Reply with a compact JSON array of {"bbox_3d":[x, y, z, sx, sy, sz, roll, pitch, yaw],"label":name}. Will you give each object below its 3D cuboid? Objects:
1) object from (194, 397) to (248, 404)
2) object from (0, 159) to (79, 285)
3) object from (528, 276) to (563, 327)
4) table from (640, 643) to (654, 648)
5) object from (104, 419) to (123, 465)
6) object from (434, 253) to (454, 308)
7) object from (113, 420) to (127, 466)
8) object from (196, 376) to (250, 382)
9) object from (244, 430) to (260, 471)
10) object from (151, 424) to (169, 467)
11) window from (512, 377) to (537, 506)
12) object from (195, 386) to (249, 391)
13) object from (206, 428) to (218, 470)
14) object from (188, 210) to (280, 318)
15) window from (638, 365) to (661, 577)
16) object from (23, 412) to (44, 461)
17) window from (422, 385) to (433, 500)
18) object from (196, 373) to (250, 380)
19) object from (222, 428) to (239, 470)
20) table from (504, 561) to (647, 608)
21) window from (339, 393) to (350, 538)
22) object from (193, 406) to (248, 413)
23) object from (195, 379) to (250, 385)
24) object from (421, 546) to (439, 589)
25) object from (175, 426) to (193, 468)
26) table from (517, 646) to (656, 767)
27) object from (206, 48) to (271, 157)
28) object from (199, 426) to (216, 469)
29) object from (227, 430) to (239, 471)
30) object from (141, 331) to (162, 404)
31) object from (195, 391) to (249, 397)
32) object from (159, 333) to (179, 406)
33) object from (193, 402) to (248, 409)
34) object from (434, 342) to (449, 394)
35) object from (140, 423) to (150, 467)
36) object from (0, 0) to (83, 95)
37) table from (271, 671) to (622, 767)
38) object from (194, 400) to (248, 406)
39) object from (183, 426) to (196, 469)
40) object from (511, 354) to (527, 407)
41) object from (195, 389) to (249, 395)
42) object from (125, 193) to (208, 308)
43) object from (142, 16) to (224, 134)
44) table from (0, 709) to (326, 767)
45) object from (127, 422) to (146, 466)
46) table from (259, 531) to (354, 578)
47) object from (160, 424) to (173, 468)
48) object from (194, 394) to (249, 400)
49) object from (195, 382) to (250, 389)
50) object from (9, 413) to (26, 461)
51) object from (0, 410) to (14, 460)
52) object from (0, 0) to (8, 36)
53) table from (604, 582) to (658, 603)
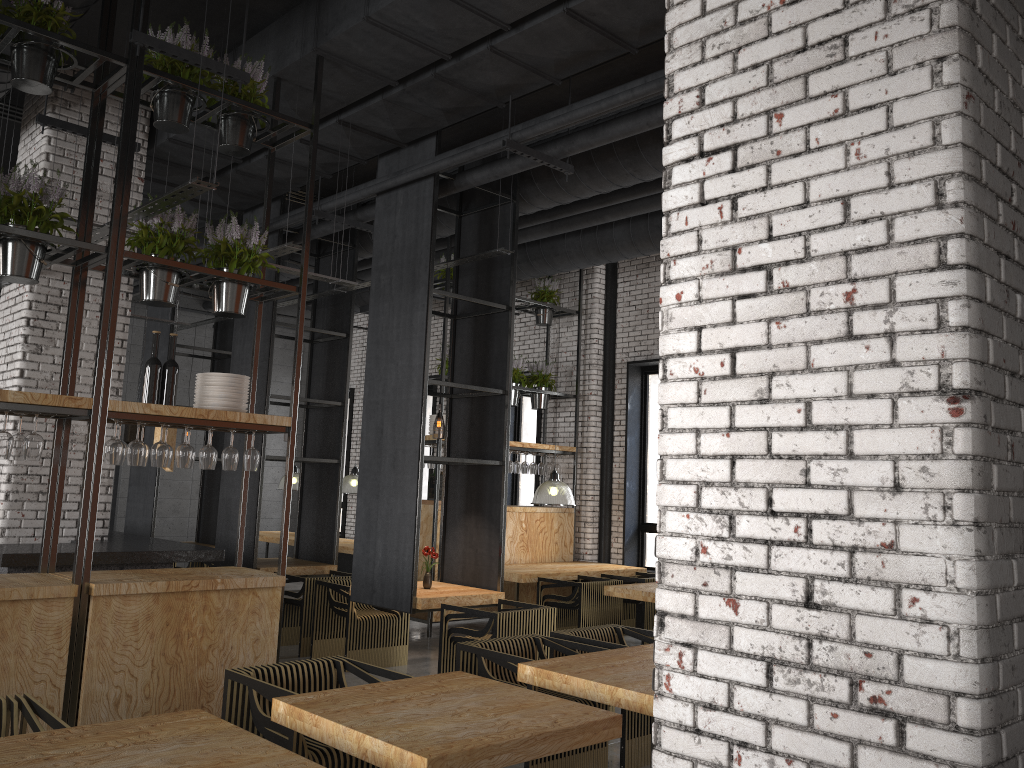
[{"bbox_3d":[-1.870,0.116,5.700,0.335,0.040,0.334,1,-7,10],"label":"object"},{"bbox_3d":[-2.761,-0.857,4.998,0.416,0.560,0.466,1,-8,14],"label":"object"},{"bbox_3d":[0.435,-1.055,11.755,0.416,0.560,0.466,7,-9,-33],"label":"object"},{"bbox_3d":[1.441,1.938,5.128,0.995,0.765,0.999,9,-10,-43],"label":"table"},{"bbox_3d":[-2.264,0.324,5.048,0.101,0.268,0.100,3,-8,-7],"label":"object"},{"bbox_3d":[-0.691,-1.218,10.769,0.416,0.560,0.466,0,-8,20],"label":"object"},{"bbox_3d":[-2.371,0.355,5.341,0.101,0.268,0.100,3,-8,-7],"label":"object"},{"bbox_3d":[-1.865,-0.015,5.719,0.335,0.039,0.334,0,-7,21],"label":"object"},{"bbox_3d":[-1.649,0.419,5.633,0.101,0.268,0.100,1,-8,10],"label":"object"},{"bbox_3d":[-2.073,0.354,5.230,0.101,0.268,0.100,1,-8,10],"label":"object"},{"bbox_3d":[0.238,1.210,13.001,0.364,2.706,0.748,10,-11,-43],"label":"window"},{"bbox_3d":[-1.867,0.042,5.710,0.334,0.043,0.334,-2,-8,30],"label":"object"},{"bbox_3d":[-1.954,0.419,5.738,0.101,0.268,0.100,1,-8,10],"label":"object"},{"bbox_3d":[-1.823,-0.723,5.802,0.416,0.560,0.466,-4,-10,40],"label":"object"},{"bbox_3d":[1.890,1.075,11.295,0.364,2.706,0.748,10,-11,-43],"label":"window"},{"bbox_3d":[-2.565,0.278,4.762,0.101,0.268,0.101,7,-9,-29],"label":"object"},{"bbox_3d":[-1.427,1.346,14.721,0.364,2.706,0.748,10,-11,-43],"label":"window"},{"bbox_3d":[-1.864,-0.035,5.722,0.334,0.039,0.334,0,-7,20],"label":"object"},{"bbox_3d":[-1.755,0.403,5.532,0.101,0.268,0.100,1,-8,10],"label":"object"},{"bbox_3d":[0.503,2.513,10.285,2.112,0.765,0.999,9,-10,-43],"label":"table"},{"bbox_3d":[-3.104,1.483,16.453,0.364,2.706,0.748,10,-11,-43],"label":"window"},{"bbox_3d":[-1.872,0.175,5.693,0.334,0.033,0.334,7,-8,-35],"label":"object"},{"bbox_3d":[-1.866,0.004,5.717,0.334,0.044,0.334,0,-7,17],"label":"object"},{"bbox_3d":[-0.711,1.585,7.670,0.156,0.356,0.170,2,-8,4],"label":"object"},{"bbox_3d":[-1.967,0.370,5.331,0.101,0.268,0.100,1,-8,10],"label":"object"},{"bbox_3d":[0.720,1.827,4.442,0.995,0.765,0.999,9,-10,-43],"label":"table"},{"bbox_3d":[-1.852,-1.837,5.969,0.416,0.560,0.466,5,-8,-19],"label":"object"},{"bbox_3d":[-1.861,0.387,5.432,0.101,0.268,0.100,1,-8,10],"label":"object"},{"bbox_3d":[-1.848,0.436,5.838,0.101,0.268,0.100,1,-8,10],"label":"object"},{"bbox_3d":[-2.191,-0.089,5.411,0.098,0.472,0.098,1,-8,9],"label":"object"},{"bbox_3d":[-1.868,0.077,5.706,0.334,0.040,0.334,5,-7,-21],"label":"object"},{"bbox_3d":[-2.114,-0.077,5.485,0.098,0.472,0.098,1,-8,9],"label":"object"},{"bbox_3d":[-1.872,0.154,5.696,0.334,0.046,0.334,-1,-8,27],"label":"object"},{"bbox_3d":[-0.700,-0.109,10.591,0.467,0.560,0.415,1,-8,11],"label":"object"},{"bbox_3d":[-2.271,0.370,5.435,0.101,0.268,0.100,1,-8,10],"label":"object"},{"bbox_3d":[-2.741,-1.976,5.108,0.467,0.560,0.415,-4,-10,40],"label":"object"},{"bbox_3d":[-0.279,1.676,3.515,0.995,0.765,0.999,9,-10,-43],"label":"table"},{"bbox_3d":[-1.870,0.136,5.698,0.335,0.037,0.334,1,-7,13],"label":"object"},{"bbox_3d":[-2.059,0.403,5.637,0.101,0.268,0.100,1,-8,10],"label":"object"},{"bbox_3d":[-0.025,0.002,11.295,0.416,0.560,0.466,2,-7,3],"label":"object"},{"bbox_3d":[-1.868,0.062,5.708,0.334,0.039,0.334,7,-8,-36],"label":"object"},{"bbox_3d":[-2.186,-0.771,5.527,0.467,0.560,0.416,8,-9,-35],"label":"object"},{"bbox_3d":[-2.127,-1.890,5.617,0.416,0.560,0.466,0,-8,19],"label":"object"},{"bbox_3d":[-1.216,1.531,2.624,0.995,0.765,0.999,9,-10,-43],"label":"table"},{"bbox_3d":[-2.172,0.339,5.136,0.101,0.268,0.100,3,-8,-7],"label":"object"},{"bbox_3d":[-2.916,2.755,13.499,0.998,0.765,4.131,9,-10,-43],"label":"table"},{"bbox_3d":[-2.165,0.387,5.536,0.101,0.268,0.100,1,-8,10],"label":"object"},{"bbox_3d":[-1.870,0.097,5.704,0.334,0.039,0.334,1,-7,13],"label":"object"},{"bbox_3d":[-1.867,0.023,5.714,0.334,0.041,0.334,0,-7,16],"label":"object"},{"bbox_3d":[-2.764,0.294,4.967,0.101,0.268,0.101,7,-9,-29],"label":"object"},{"bbox_3d":[-2.671,0.262,4.661,0.101,0.268,0.101,7,-9,-29],"label":"object"},{"bbox_3d":[-2.988,-2.023,4.802,0.416,0.560,0.466,6,-8,-24],"label":"object"},{"bbox_3d":[1.969,2.393,8.771,2.112,0.765,0.999,9,-10,-43],"label":"table"}]
